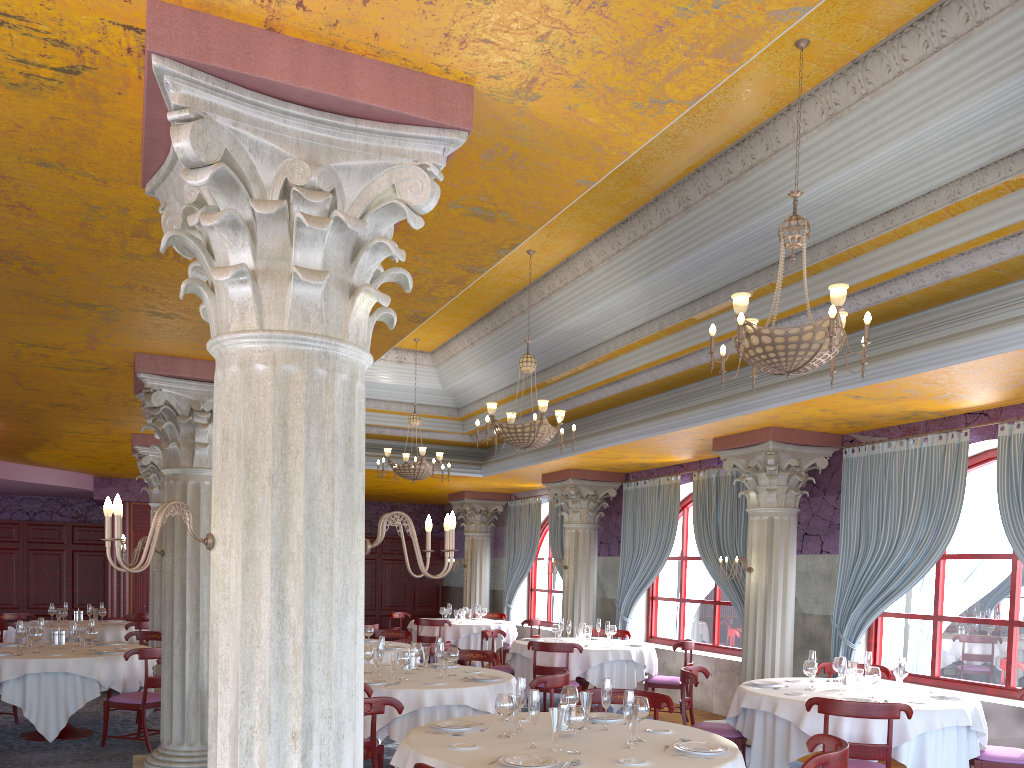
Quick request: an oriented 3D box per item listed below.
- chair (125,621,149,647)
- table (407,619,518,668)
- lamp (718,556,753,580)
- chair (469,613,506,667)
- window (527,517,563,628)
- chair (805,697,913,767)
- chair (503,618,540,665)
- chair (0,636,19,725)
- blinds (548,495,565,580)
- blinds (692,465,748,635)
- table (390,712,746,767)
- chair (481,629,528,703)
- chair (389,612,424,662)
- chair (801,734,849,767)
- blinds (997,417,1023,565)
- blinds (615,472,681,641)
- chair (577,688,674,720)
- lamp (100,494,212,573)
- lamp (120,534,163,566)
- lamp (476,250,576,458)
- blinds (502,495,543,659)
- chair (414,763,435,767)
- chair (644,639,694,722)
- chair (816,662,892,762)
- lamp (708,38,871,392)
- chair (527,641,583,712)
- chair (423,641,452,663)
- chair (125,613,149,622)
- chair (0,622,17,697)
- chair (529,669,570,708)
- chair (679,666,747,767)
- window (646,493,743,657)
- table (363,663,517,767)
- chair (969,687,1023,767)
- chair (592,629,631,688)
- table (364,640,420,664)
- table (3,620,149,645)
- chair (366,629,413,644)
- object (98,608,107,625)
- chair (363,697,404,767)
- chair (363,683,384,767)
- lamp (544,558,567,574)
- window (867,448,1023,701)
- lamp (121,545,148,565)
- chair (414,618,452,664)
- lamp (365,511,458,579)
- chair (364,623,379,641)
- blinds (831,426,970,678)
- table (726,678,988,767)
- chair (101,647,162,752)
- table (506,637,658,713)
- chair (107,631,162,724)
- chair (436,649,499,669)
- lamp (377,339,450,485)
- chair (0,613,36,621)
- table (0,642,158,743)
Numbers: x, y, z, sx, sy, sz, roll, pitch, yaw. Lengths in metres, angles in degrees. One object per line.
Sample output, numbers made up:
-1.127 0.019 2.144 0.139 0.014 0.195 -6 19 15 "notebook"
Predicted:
-5.667 4.125 12.994 0.645 1.093 0.753 1 -2 21 "chair"
-0.955 5.061 16.518 2.090 0.951 2.120 6 -11 -23 "table"
2.661 2.192 10.186 0.385 0.274 0.342 7 -8 -36 "lamp"
-0.514 5.269 17.657 0.747 1.094 0.649 1 -1 21 "chair"
1.172 3.686 17.274 0.160 2.541 3.605 0 -6 -24 "window"
2.601 2.906 6.493 0.747 1.094 0.649 1 -1 21 "chair"
0.195 4.941 16.079 0.645 1.093 0.753 1 -2 21 "chair"
-6.211 3.453 9.977 0.645 1.093 0.753 1 -2 21 "chair"
1.009 3.742 16.075 0.245 3.532 1.701 0 0 -25 "blinds"
2.931 2.854 11.795 0.245 3.532 1.701 0 0 -25 "blinds"
0.341 2.609 5.147 2.090 0.951 2.120 6 -11 -23 "table"
-0.136 4.171 12.588 0.645 1.093 0.753 1 -2 21 "chair"
-2.094 5.075 16.947 0.645 1.093 0.753 1 -2 21 "chair"
1.490 2.490 4.709 0.645 1.093 0.753 1 -2 21 "chair"
4.898 1.945 7.416 0.245 3.532 1.701 0 0 -25 "blinds"
2.109 3.233 13.625 0.245 3.532 1.701 0 0 -23 "blinds"
0.782 2.817 6.287 0.747 1.094 0.649 1 -1 21 "chair"
-1.321 0.565 3.182 0.385 0.274 0.342 7 -8 -36 "lamp"
-3.270 1.466 7.521 0.385 0.274 0.342 7 -8 -36 "lamp"
0.171 -0.352 9.117 0.957 2.184 0.959 2 0 21 "lamp"
0.187 4.121 17.905 0.245 3.532 1.701 0 0 -23 "blinds"
-0.090 2.296 3.999 0.747 1.094 0.649 1 -1 21 "chair"
2.152 4.037 11.720 0.645 1.093 0.753 1 -2 21 "chair"
3.473 3.427 8.781 0.747 1.094 0.649 1 -1 21 "chair"
1.808 -1.108 5.471 0.957 2.184 0.959 2 0 21 "lamp"
0.572 3.844 11.010 0.747 1.094 0.649 1 -1 21 "chair"
-1.075 3.675 10.421 0.645 1.093 0.753 1 -2 21 "chair"
-6.375 4.452 14.572 0.747 1.094 0.649 1 -1 21 "chair"
-7.247 3.931 12.284 0.747 1.094 0.649 1 -1 21 "chair"
0.177 3.096 7.633 0.645 1.093 0.753 1 -2 21 "chair"
1.893 3.234 8.071 0.645 1.093 0.753 1 -2 21 "chair"
3.119 2.787 12.939 0.160 2.541 3.605 0 -6 -24 "window"
-0.972 3.216 8.072 2.090 0.951 2.120 6 -11 -23 "table"
4.182 3.100 7.203 0.645 1.093 0.753 1 -2 21 "chair"
1.444 4.364 13.298 0.747 1.094 0.649 1 -1 21 "chair"
-2.225 3.794 10.859 2.090 0.951 2.120 6 -11 -23 "table"
-6.816 4.245 13.432 2.090 0.951 2.120 6 -11 -23 "table"
-1.784 4.002 11.999 0.747 1.094 0.649 1 -1 21 "chair"
-6.400 3.633 13.388 0.122 0.265 0.122 1 0 -33 "object"
-0.798 2.624 5.577 0.645 1.093 0.753 1 -2 21 "chair"
-1.403 2.903 6.923 0.747 1.094 0.649 1 -1 21 "chair"
0.726 3.086 14.493 0.385 0.274 0.342 7 -8 -36 "lamp"
5.068 1.887 8.601 0.160 2.541 3.605 0 -6 -24 "window"
-5.205 2.359 11.829 0.385 0.274 0.342 7 -8 -36 "lamp"
-1.386 4.748 15.369 0.747 1.094 0.649 1 -1 21 "chair"
-0.407 0.652 3.478 0.385 0.274 0.342 7 -8 -36 "lamp"
-2.433 4.302 13.444 0.645 1.093 0.753 1 -2 21 "chair"
4.076 2.325 9.246 0.245 3.532 1.701 0 0 -23 "blinds"
3.032 3.220 7.641 2.090 0.951 2.120 6 -11 -23 "table"
-3.922 3.319 9.110 0.645 1.093 0.753 1 -2 21 "chair"
1.003 4.157 12.159 2.090 0.951 2.120 6 -11 -23 "table"
-4.631 3.646 10.687 0.747 1.094 0.649 1 -1 21 "chair"
-0.532 3.424 9.211 0.747 1.094 0.649 1 -1 21 "chair"
-1.440 0.393 12.703 0.957 2.184 0.959 2 0 21 "lamp"
-7.956 4.259 13.862 0.645 1.093 0.753 1 -2 21 "chair"
-5.071 3.439 9.548 2.090 0.951 2.120 6 -11 -23 "table"
